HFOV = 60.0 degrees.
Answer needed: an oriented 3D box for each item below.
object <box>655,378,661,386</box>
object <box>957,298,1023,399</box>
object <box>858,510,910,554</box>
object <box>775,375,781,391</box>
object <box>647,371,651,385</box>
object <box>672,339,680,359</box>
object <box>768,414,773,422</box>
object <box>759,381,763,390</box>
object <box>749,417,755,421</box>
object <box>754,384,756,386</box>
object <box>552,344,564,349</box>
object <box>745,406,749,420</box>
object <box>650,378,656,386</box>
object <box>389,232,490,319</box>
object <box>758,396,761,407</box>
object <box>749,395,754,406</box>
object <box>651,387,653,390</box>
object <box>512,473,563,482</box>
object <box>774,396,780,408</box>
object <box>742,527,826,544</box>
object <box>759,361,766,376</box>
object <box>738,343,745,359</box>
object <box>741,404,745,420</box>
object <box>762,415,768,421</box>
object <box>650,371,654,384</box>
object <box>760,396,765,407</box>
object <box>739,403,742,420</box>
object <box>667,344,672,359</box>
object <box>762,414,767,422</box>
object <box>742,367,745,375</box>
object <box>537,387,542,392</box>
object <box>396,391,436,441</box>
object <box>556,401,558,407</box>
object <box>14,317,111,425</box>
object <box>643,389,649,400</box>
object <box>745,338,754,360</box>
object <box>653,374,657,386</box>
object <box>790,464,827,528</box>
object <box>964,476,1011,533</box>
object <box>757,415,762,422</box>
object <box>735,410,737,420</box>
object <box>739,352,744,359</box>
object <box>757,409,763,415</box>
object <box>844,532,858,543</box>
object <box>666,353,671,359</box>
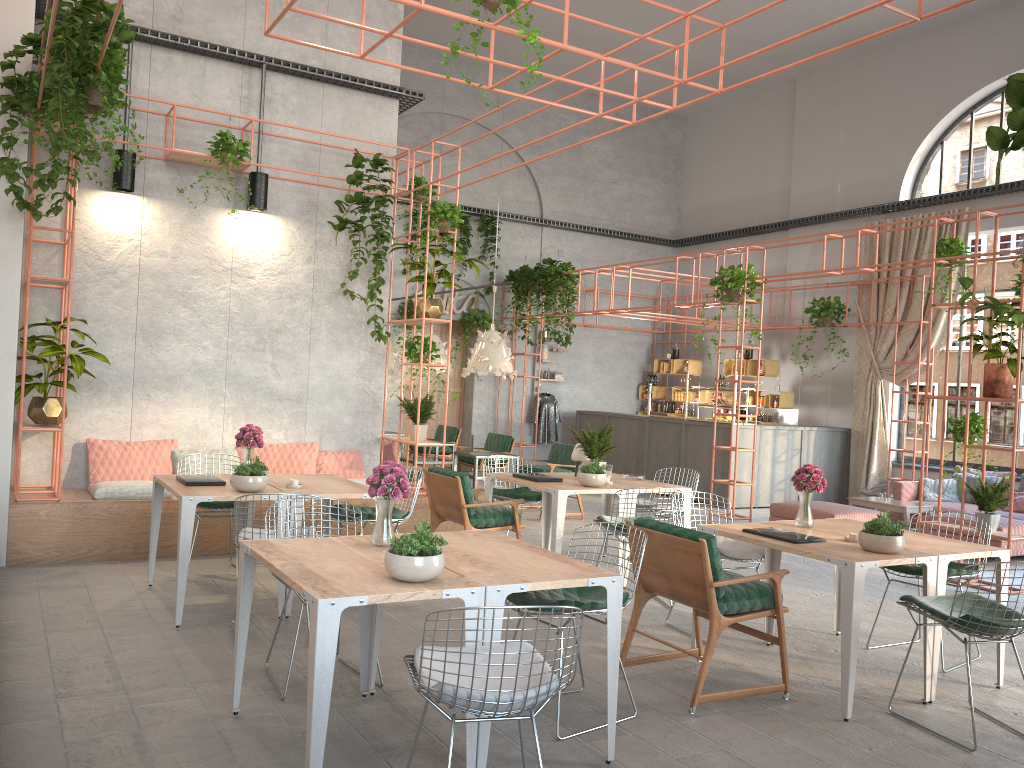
[{"bbox_3d":[2.875,-0.035,17.471,0.115,0.147,0.115,3,0,15],"label":"object"},{"bbox_3d":[4.638,-0.338,8.239,0.923,0.946,0.924,3,0,26],"label":"object"},{"bbox_3d":[2.080,0.831,4.994,0.247,0.247,0.252,3,0,-30],"label":"object"},{"bbox_3d":[4.432,-0.016,14.778,0.075,0.273,0.075,3,0,-41],"label":"object"},{"bbox_3d":[2.699,-0.116,17.490,0.066,0.291,0.066,3,0,30],"label":"object"},{"bbox_3d":[3.151,-0.663,17.035,0.134,0.386,0.134,3,0,4],"label":"object"},{"bbox_3d":[4.365,0.576,14.967,0.073,0.131,0.073,3,0,-37],"label":"object"},{"bbox_3d":[4.190,0.028,14.943,0.083,0.159,0.083,3,0,15],"label":"object"},{"bbox_3d":[4.087,0.573,15.042,0.115,0.107,0.115,3,0,-33],"label":"object"},{"bbox_3d":[4.144,0.026,15.022,0.083,0.159,0.083,3,0,15],"label":"object"},{"bbox_3d":[0.874,-0.700,16.681,0.263,0.101,0.013,3,0,-30],"label":"object"},{"bbox_3d":[4.074,0.482,15.412,0.074,0.287,0.072,3,0,2],"label":"object"},{"bbox_3d":[2.761,-0.041,17.405,0.115,0.147,0.115,3,0,15],"label":"object"},{"bbox_3d":[-0.758,-1.131,9.103,0.934,0.947,0.903,3,0,21],"label":"object"},{"bbox_3d":[4.149,0.292,14.926,0.069,0.191,0.069,3,0,5],"label":"object"},{"bbox_3d":[4.067,0.288,15.068,0.069,0.191,0.069,3,0,-18],"label":"object"},{"bbox_3d":[2.739,0.184,17.391,0.072,0.248,0.094,3,0,-30],"label":"object"},{"bbox_3d":[0.221,0.815,7.729,0.268,0.031,0.427,3,0,-30],"label":"object"},{"bbox_3d":[4.386,0.297,14.603,0.131,0.207,0.131,3,0,15],"label":"object"},{"bbox_3d":[1.631,0.914,5.331,0.268,0.031,0.427,3,0,-30],"label":"object"},{"bbox_3d":[4.253,-0.260,15.021,0.137,0.261,0.137,3,0,6],"label":"object"},{"bbox_3d":[4.047,-0.574,15.559,0.134,0.301,0.134,3,0,-41],"label":"object"},{"bbox_3d":[4.005,0.481,15.368,0.065,0.280,0.065,3,0,13],"label":"object"},{"bbox_3d":[4.260,0.583,14.992,0.115,0.107,0.115,3,0,-24],"label":"object"},{"bbox_3d":[2.765,-0.113,17.529,0.066,0.291,0.066,3,0,-24],"label":"object"},{"bbox_3d":[4.194,0.295,14.848,0.069,0.191,0.069,3,0,-13],"label":"object"},{"bbox_3d":[3.931,0.472,15.318,0.066,0.291,0.066,3,0,44],"label":"object"},{"bbox_3d":[3.084,-0.625,17.219,0.134,0.301,0.134,3,0,-41],"label":"object"},{"bbox_3d":[4.243,0.570,14.890,0.073,0.131,0.073,3,0,-37],"label":"object"},{"bbox_3d":[4.006,-0.214,15.317,0.123,0.142,0.141,3,0,-30],"label":"object"},{"bbox_3d":[0.507,0.084,16.543,0.093,0.121,0.049,3,0,-28],"label":"object"},{"bbox_3d":[-0.966,0.328,9.122,0.438,0.527,0.368,3,0,-30],"label":"object"},{"bbox_3d":[0.851,0.357,16.759,0.033,0.146,0.070,3,0,31],"label":"object"},{"bbox_3d":[-3.847,-0.121,7.374,0.934,0.919,0.903,3,0,31],"label":"object"},{"bbox_3d":[2.670,0.206,17.533,0.131,0.207,0.131,3,0,15],"label":"object"},{"bbox_3d":[4.114,-0.612,15.375,0.134,0.386,0.134,3,0,-41],"label":"object"},{"bbox_3d":[2.836,-0.109,17.568,0.066,0.291,0.066,3,0,10],"label":"object"},{"bbox_3d":[1.927,0.726,5.776,0.213,0.414,0.225,3,0,-38],"label":"object"},{"bbox_3d":[4.454,1.121,8.280,0.438,0.527,0.368,3,0,-30],"label":"object"},{"bbox_3d":[4.152,0.577,14.929,0.115,0.107,0.115,3,0,26],"label":"object"},{"bbox_3d":[3.883,0.492,15.387,0.082,0.246,0.082,3,0,2],"label":"object"},{"bbox_3d":[3.969,-0.488,15.330,0.088,0.123,0.088,3,0,26],"label":"object"},{"bbox_3d":[4.183,0.474,15.017,0.115,0.107,0.115,3,0,26],"label":"object"},{"bbox_3d":[2.043,0.913,5.287,0.115,0.073,0.115,3,0,-36],"label":"object"},{"bbox_3d":[3.006,-0.539,16.990,0.088,0.123,0.088,3,0,26],"label":"object"}]
